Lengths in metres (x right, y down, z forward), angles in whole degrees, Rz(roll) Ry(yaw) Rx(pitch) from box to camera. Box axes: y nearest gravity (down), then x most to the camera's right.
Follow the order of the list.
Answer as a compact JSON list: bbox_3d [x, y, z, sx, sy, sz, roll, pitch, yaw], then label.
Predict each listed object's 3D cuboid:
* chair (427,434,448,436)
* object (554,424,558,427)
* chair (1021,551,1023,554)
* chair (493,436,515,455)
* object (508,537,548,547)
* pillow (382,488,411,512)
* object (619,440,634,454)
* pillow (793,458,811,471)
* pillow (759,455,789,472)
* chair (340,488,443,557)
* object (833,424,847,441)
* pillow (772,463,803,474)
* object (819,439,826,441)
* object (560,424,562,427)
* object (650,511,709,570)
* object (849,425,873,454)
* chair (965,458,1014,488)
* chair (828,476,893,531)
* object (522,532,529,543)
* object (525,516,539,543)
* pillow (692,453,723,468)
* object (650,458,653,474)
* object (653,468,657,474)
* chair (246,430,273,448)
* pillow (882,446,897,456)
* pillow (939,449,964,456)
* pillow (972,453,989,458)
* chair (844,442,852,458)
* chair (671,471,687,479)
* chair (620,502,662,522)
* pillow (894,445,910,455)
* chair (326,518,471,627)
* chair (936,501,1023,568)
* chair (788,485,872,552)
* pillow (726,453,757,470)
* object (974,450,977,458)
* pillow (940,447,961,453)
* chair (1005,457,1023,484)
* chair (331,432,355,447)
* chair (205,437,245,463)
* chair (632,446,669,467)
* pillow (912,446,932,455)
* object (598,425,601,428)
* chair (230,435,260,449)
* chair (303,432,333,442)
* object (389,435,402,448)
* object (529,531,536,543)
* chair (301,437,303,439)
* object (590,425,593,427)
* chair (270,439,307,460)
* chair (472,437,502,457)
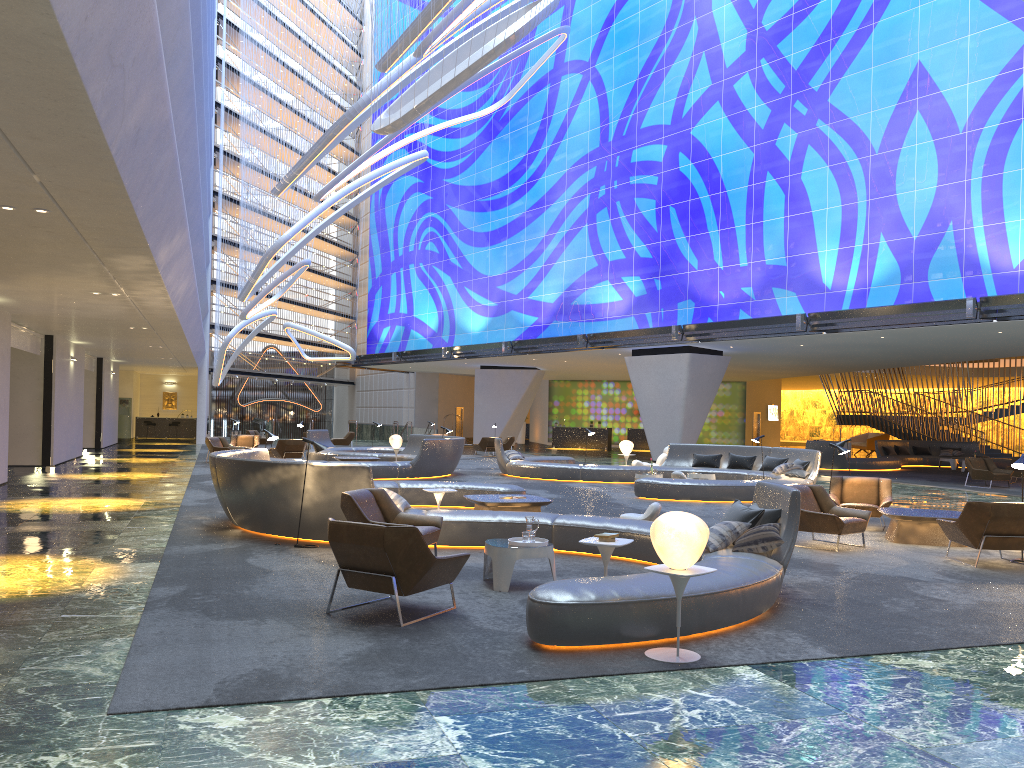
[{"bbox_3d":[-3.054,2.462,36.741,0.929,0.766,0.939,2,-1,-12],"label":"chair"},{"bbox_3d":[2.295,2.135,46.107,0.149,0.149,0.149,1,-1,16],"label":"object"},{"bbox_3d":[7.002,1.798,11.407,0.938,0.766,0.930,1,-1,25],"label":"chair"},{"bbox_3d":[-0.399,2.490,35.780,0.939,0.766,0.930,2,-1,-10],"label":"chair"},{"bbox_3d":[0.152,1.488,8.350,0.381,0.038,0.381,2,-2,-27],"label":"object"},{"bbox_3d":[-1.572,1.402,10.808,0.877,0.262,0.693,0,-2,34],"label":"pillow"},{"bbox_3d":[3.144,1.744,24.372,0.367,0.387,0.318,2,-1,-36],"label":"object"},{"bbox_3d":[6.441,1.869,19.966,0.317,0.366,0.775,1,-2,-2],"label":"pillow"},{"bbox_3d":[6.193,1.896,20.971,0.315,0.386,0.785,2,-2,-27],"label":"pillow"},{"bbox_3d":[-1.291,1.537,9.475,0.938,0.766,0.930,1,-1,15],"label":"chair"},{"bbox_3d":[17.469,2.859,47.147,0.476,1.664,1.206,1,-1,36],"label":"object"},{"bbox_3d":[6.247,1.910,20.006,0.877,0.262,0.693,0,-2,37],"label":"pillow"},{"bbox_3d":[11.690,2.262,33.385,0.318,0.387,0.367,2,-1,-11],"label":"object"},{"bbox_3d":[2.531,2.157,46.038,0.107,0.108,0.111,1,-1,16],"label":"object"},{"bbox_3d":[1.121,1.052,5.950,0.367,0.387,0.318,2,-1,-36],"label":"object"},{"bbox_3d":[18.532,2.882,47.103,1.205,1.664,0.476,1,0,-9],"label":"object"},{"bbox_3d":[12.582,2.356,23.470,0.929,0.766,0.939,2,-1,-20],"label":"chair"},{"bbox_3d":[5.385,1.843,13.722,0.929,0.766,0.939,1,-1,23],"label":"chair"},{"bbox_3d":[0.125,1.441,8.255,0.071,0.118,0.071,2,-1,-36],"label":"object"},{"bbox_3d":[0.175,1.380,8.399,0.131,0.252,0.103,2,0,-35],"label":"object"},{"bbox_3d":[4.848,1.922,22.093,0.769,0.369,0.295,1,-1,26],"label":"pillow"},{"bbox_3d":[3.041,1.783,19.258,0.076,0.356,0.066,1,0,39],"label":"object"},{"bbox_3d":[3.127,1.908,19.383,0.071,0.118,0.151,1,-1,-8],"label":"object"},{"bbox_3d":[-10.180,2.261,35.729,0.938,0.766,0.930,1,-1,6],"label":"chair"},{"bbox_3d":[14.472,2.567,33.970,0.769,0.369,0.295,3,-2,-39],"label":"pillow"},{"bbox_3d":[16.953,2.668,34.358,0.877,0.262,0.692,2,-2,-28],"label":"pillow"},{"bbox_3d":[17.859,2.732,33.780,0.445,0.207,0.443,2,-2,-32],"label":"pillow"},{"bbox_3d":[12.512,2.661,33.758,0.729,0.882,1.158,1,-1,26],"label":"chair"},{"bbox_3d":[4.040,2.152,19.586,0.585,0.501,1.786,0,-2,35],"label":"chair"},{"bbox_3d":[1.732,1.823,11.823,0.586,0.501,0.491,1,-1,16],"label":"chair"},{"bbox_3d":[15.164,2.578,34.474,0.759,0.417,0.281,2,-1,-25],"label":"pillow"},{"bbox_3d":[-0.955,1.462,7.145,0.929,0.766,0.939,1,-1,31],"label":"chair"},{"bbox_3d":[5.625,1.730,10.379,0.929,0.766,0.939,1,-1,0],"label":"chair"},{"bbox_3d":[4.056,1.735,11.561,0.930,0.766,0.938,2,-2,-40],"label":"chair"},{"bbox_3d":[5.597,1.902,21.679,0.759,0.417,0.281,0,-1,40],"label":"pillow"},{"bbox_3d":[16.278,2.512,31.135,0.076,0.356,0.066,1,0,-26],"label":"object"},{"bbox_3d":[17.073,2.633,34.515,0.774,0.366,0.317,1,-1,23],"label":"pillow"},{"bbox_3d":[14.565,2.458,25.051,0.929,0.766,0.939,0,-2,43],"label":"chair"},{"bbox_3d":[-7.048,2.376,36.920,0.939,0.766,0.929,2,-1,-17],"label":"chair"},{"bbox_3d":[-8.568,1.967,26.380,0.938,0.766,0.930,1,-1,15],"label":"chair"},{"bbox_3d":[3.825,2.105,23.777,1.157,0.882,0.729,1,-1,1],"label":"chair"},{"bbox_3d":[16.058,2.613,34.716,0.784,0.386,0.315,1,-1,-2],"label":"pillow"},{"bbox_3d":[4.481,2.163,45.422,0.150,0.145,0.150,1,-1,15],"label":"object"},{"bbox_3d":[-8.726,2.053,28.912,0.929,0.766,0.939,2,-1,-12],"label":"chair"},{"bbox_3d":[-7.729,2.295,35.077,0.929,0.766,0.939,1,-1,33],"label":"chair"},{"bbox_3d":[-3.260,1.611,24.832,0.367,0.387,0.318,2,-1,-11],"label":"object"},{"bbox_3d":[0.189,1.444,8.303,0.071,0.118,0.071,1,-1,39],"label":"object"},{"bbox_3d":[-8.428,2.380,37.943,0.929,0.766,0.939,1,-1,8],"label":"chair"},{"bbox_3d":[4.084,2.157,45.517,0.150,0.145,0.150,1,-1,15],"label":"object"},{"bbox_3d":[-6.605,2.010,26.318,0.930,0.766,0.938,2,-2,-35],"label":"chair"},{"bbox_3d":[-0.933,2.420,34.147,0.930,0.766,0.938,2,-2,-35],"label":"chair"}]
